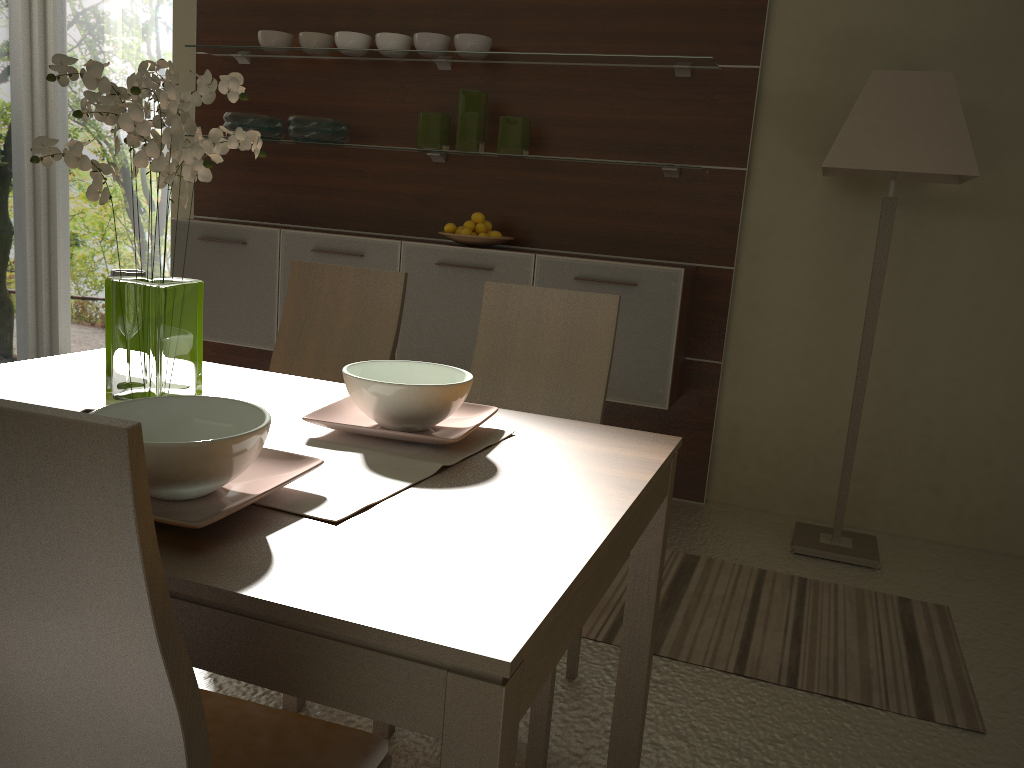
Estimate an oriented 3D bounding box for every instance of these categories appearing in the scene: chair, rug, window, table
[{"bbox_3d":[-0.570,0.212,2.292,0.404,1.017,0.507,8,12,19],"label":"chair"},{"bbox_3d":[-0.427,0.466,1.043,0.404,1.017,0.507,8,11,15],"label":"chair"},{"bbox_3d":[0.590,0.710,2.892,1.613,0.010,0.843,9,12,19],"label":"rug"},{"bbox_3d":[-1.609,-0.743,1.568,4.466,3.000,6.429,8,11,16],"label":"window"},{"bbox_3d":[-0.012,0.292,2.116,0.404,1.017,0.507,8,11,16],"label":"chair"},{"bbox_3d":[-0.526,0.469,1.582,1.411,0.790,1.000,8,12,19],"label":"table"}]

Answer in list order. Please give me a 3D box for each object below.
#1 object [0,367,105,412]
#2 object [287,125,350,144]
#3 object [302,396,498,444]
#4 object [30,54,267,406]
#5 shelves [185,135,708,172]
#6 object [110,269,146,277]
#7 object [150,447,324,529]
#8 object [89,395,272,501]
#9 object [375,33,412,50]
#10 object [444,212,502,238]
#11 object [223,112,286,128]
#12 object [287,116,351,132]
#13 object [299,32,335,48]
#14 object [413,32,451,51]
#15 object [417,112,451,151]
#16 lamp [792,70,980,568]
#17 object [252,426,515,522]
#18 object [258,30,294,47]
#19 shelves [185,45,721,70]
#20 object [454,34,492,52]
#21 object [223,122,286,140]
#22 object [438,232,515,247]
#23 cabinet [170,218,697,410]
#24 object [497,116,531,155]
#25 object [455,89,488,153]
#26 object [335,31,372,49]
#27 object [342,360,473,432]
[{"bbox_3d":[-0.883,0.029,1.589,0.287,0.010,0.589,8,11,15],"label":"object"},{"bbox_3d":[-0.899,-1.149,4.119,0.288,0.068,0.288,0,12,-22],"label":"object"},{"bbox_3d":[-0.192,0.067,1.605,0.283,0.033,0.283,7,11,13],"label":"object"},{"bbox_3d":[-0.585,-0.226,1.460,0.302,0.608,0.304,9,12,22],"label":"object"},{"bbox_3d":[-0.377,-1.040,3.978,2.463,0.008,0.255,8,12,19],"label":"shelves"},{"bbox_3d":[-0.758,-0.108,1.754,0.075,0.232,0.075,0,12,-22],"label":"object"},{"bbox_3d":[-0.442,0.129,1.181,0.283,0.041,0.283,8,11,18],"label":"object"},{"bbox_3d":[-0.439,0.091,1.171,0.233,0.107,0.232,11,13,30],"label":"object"},{"bbox_3d":[-0.527,-1.508,3.951,0.163,0.077,0.163,-1,13,-29],"label":"object"},{"bbox_3d":[-0.172,-0.686,3.895,0.259,0.139,0.230,3,11,-11],"label":"object"},{"bbox_3d":[-1.223,-1.239,4.218,0.288,0.068,0.288,0,12,-22],"label":"object"},{"bbox_3d":[-0.896,-1.191,4.111,0.288,0.068,0.288,0,12,-22],"label":"object"},{"bbox_3d":[-0.900,-1.565,4.086,0.163,0.077,0.163,0,12,-22],"label":"object"},{"bbox_3d":[-0.350,-1.478,3.875,0.163,0.077,0.163,0,12,-22],"label":"object"},{"bbox_3d":[-0.345,-1.114,3.930,0.112,0.160,0.111,8,12,18],"label":"object"},{"bbox_3d":[1.347,-0.223,3.334,0.499,1.782,0.499,8,12,19],"label":"lamp"},{"bbox_3d":[-0.240,0.110,1.447,0.287,0.010,0.589,9,12,22],"label":"object"},{"bbox_3d":[-1.100,-1.590,4.130,0.163,0.077,0.163,0,12,-22],"label":"object"},{"bbox_3d":[-0.344,-1.439,3.901,2.463,0.008,0.255,8,12,19],"label":"shelves"},{"bbox_3d":[-0.170,-1.454,3.825,0.163,0.077,0.163,0,12,-22],"label":"object"},{"bbox_3d":[-1.227,-1.197,4.226,0.288,0.068,0.288,0,12,-22],"label":"object"},{"bbox_3d":[-0.158,-0.631,3.905,0.337,0.053,0.337,-4,14,-39],"label":"object"},{"bbox_3d":[-0.451,-0.368,4.052,2.463,0.570,0.372,8,12,19],"label":"cabinet"},{"bbox_3d":[0.009,-1.064,3.822,0.111,0.160,0.112,8,12,18],"label":"object"},{"bbox_3d":[-0.174,-1.138,3.854,0.099,0.259,0.099,8,12,18],"label":"object"},{"bbox_3d":[-0.718,-1.534,4.003,0.163,0.077,0.163,0,12,-22],"label":"object"},{"bbox_3d":[-0.189,0.027,1.597,0.233,0.101,0.233,6,11,7],"label":"object"}]
